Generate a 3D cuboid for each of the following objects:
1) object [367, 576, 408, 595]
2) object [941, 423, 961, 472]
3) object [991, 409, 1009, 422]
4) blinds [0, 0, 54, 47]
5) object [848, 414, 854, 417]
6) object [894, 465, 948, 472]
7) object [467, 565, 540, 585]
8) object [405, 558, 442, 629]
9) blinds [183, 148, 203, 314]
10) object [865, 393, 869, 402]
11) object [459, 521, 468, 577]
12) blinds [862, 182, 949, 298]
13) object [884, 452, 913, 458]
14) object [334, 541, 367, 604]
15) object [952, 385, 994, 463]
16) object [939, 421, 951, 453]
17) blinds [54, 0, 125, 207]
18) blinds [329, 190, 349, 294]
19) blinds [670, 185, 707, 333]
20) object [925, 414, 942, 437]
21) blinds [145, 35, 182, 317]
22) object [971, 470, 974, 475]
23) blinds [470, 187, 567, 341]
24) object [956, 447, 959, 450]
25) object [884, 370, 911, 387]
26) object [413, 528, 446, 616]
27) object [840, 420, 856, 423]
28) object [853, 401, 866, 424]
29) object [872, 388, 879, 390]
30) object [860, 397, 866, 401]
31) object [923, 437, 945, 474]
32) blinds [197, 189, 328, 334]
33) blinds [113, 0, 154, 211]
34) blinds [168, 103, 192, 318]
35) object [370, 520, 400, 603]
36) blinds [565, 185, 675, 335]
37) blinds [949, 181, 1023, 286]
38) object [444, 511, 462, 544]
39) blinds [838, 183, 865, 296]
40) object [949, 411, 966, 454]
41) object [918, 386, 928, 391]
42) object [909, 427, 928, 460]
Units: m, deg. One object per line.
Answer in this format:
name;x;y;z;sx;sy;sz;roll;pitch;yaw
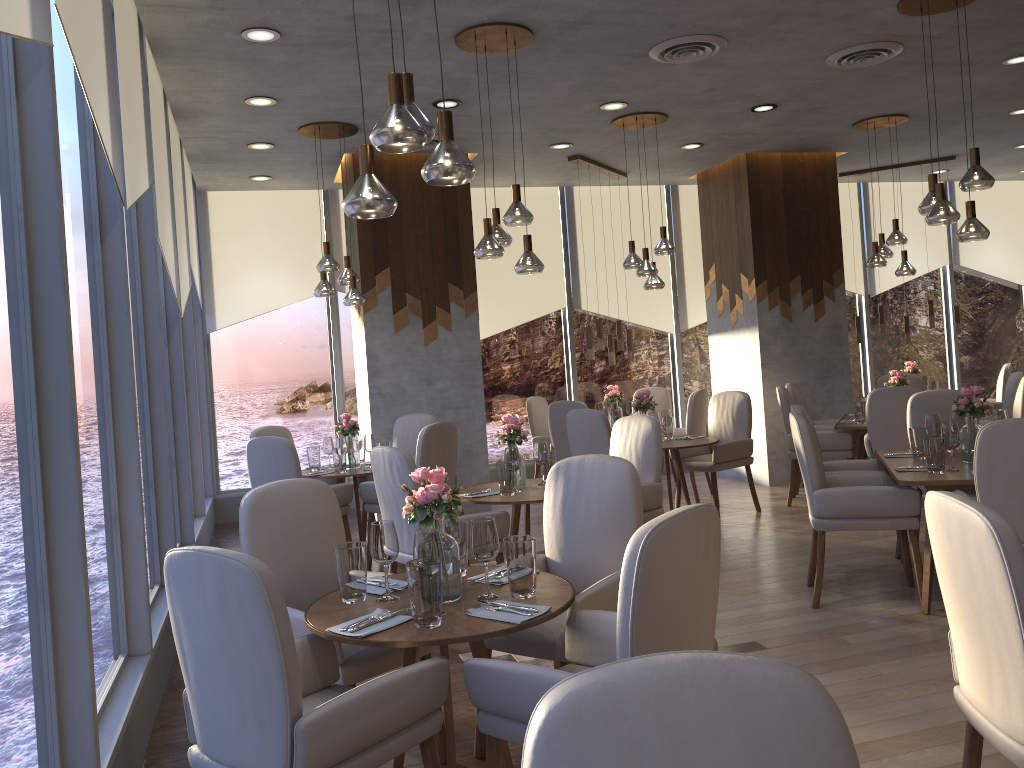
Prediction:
object;-0.430;0.667;2.953;0.255;0.019;0.157;-2;2;43
object;2.249;0.323;4.536;0.092;0.244;0.092;-4;0;-3
object;2.807;0.269;5.087;0.092;0.244;0.092;-4;0;-30
blinds;-1.184;-1.910;1.905;0.007;2.681;1.172;-4;0;-16
object;3.153;0.277;7.967;0.255;0.019;0.157;-3;2;27
object;2.153;0.439;4.665;0.255;0.019;0.157;-3;2;17
object;-0.042;0.640;2.975;0.157;0.019;0.255;-2;2;43
object;-0.242;0.588;2.484;0.102;0.178;0.102;-4;0;15
blinds;-2.893;-2.002;7.921;0.007;2.681;1.172;-4;0;-16
object;2.968;0.196;7.311;0.092;0.244;0.092;-4;0;-16
object;-0.197;0.569;3.047;0.102;0.178;0.102;-4;0;-11
blinds;4.742;-2.407;10.734;1.174;2.681;0.007;-4;0;-16
object;2.324;0.412;5.212;0.255;0.019;0.157;-3;2;17
object;-0.505;0.597;2.803;0.102;0.178;0.102;-4;0;-21
object;2.502;0.216;4.812;0.210;0.416;0.198;-4;0;32
object;2.561;0.314;5.260;0.102;0.178;0.102;-4;0;31
blinds;-1.534;-2.065;3.105;0.007;2.681;1.172;-4;0;-16
blinds;-1.261;-1.950;9.021;1.174;2.681;0.007;-4;0;-16
blinds;2.351;-1.952;10.045;1.174;2.681;0.007;-4;0;-16
object;2.420;0.296;5.083;0.092;0.244;0.092;-4;0;37
blinds;-2.199;-1.790;5.520;0.007;2.681;1.172;-4;0;-16
object;2.343;0.435;4.338;0.157;0.019;0.255;-3;2;20
blinds;-0.042;-1.758;9.362;1.174;2.681;0.007;-4;0;-16
object;2.732;0.382;5.267;0.157;0.019;0.255;-3;2;15
object;3.295;0.085;7.549;0.198;0.416;0.210;-4;0;-38
object;-0.241;0.552;2.593;0.092;0.244;0.092;-4;0;-32
object;2.895;0.310;7.456;0.255;0.019;0.157;-3;2;27
object;2.863;0.236;7.292;0.102;0.178;0.102;-4;0;33
object;3.227;0.164;7.823;0.092;0.244;0.092;-4;0;-38
object;3.122;0.204;7.803;0.102;0.178;0.102;-4;0;33
object;2.148;0.364;4.499;0.102;0.178;0.102;-4;0;33
blinds;-2.460;-1.858;8.679;1.174;2.681;0.007;-4;0;-16
blinds;-1.879;-2.076;4.320;0.007;2.681;1.172;-4;0;-16
blinds;-2.540;-1.801;6.720;0.007;2.681;1.172;-4;0;-16
object;-0.399;0.557;2.792;0.092;0.244;0.092;-4;0;40
blinds;1.155;-1.843;9.704;1.174;2.681;0.007;-4;0;-16
blinds;5.940;-2.499;11.076;1.174;2.681;0.007;-4;0;-16
object;-0.211;0.540;2.938;0.092;0.244;0.092;-4;0;-22
blinds;3.543;-2.338;10.392;1.174;2.681;0.007;-4;0;-16
object;2.599;0.282;5.159;0.092;0.244;0.092;-4;0;40
object;3.609;0.139;7.763;0.092;0.244;0.092;-4;0;-20
object;2.319;0.337;5.046;0.102;0.178;0.102;-4;0;33
